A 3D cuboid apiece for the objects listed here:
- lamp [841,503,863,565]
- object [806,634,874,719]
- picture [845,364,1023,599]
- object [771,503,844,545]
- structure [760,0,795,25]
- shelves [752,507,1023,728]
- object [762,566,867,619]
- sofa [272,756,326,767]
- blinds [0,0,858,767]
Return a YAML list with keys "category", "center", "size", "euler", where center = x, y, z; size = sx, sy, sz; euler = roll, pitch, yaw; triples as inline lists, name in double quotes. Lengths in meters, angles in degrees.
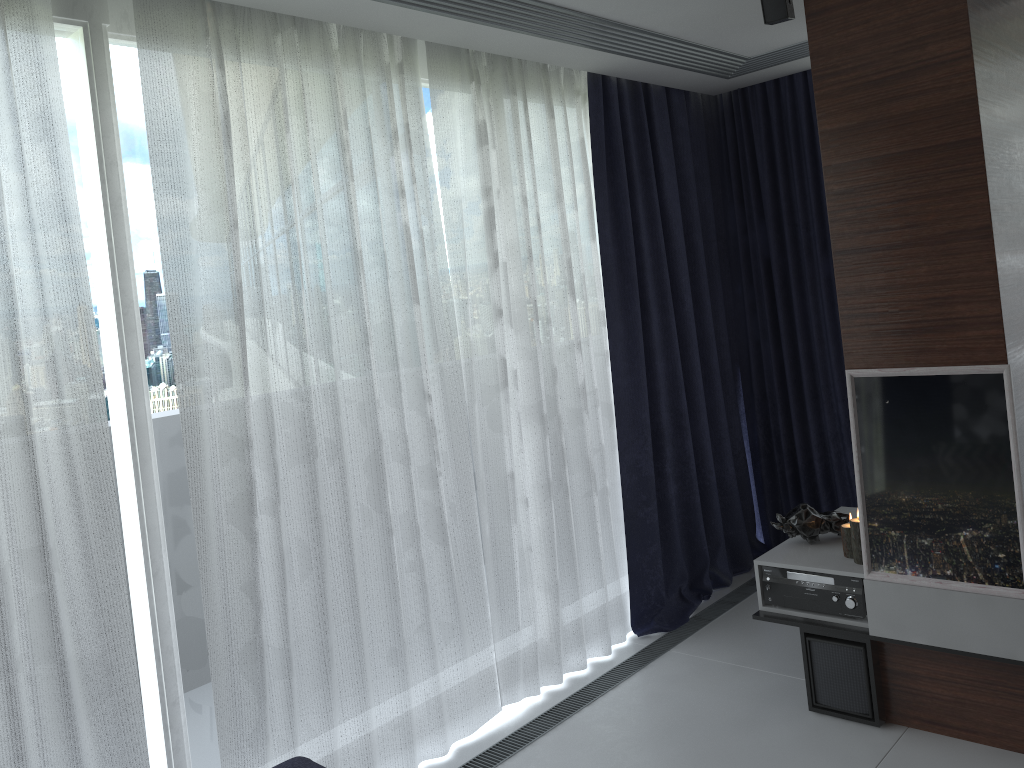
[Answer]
- category: "lamp"
  center: [1.234, 0.524, 3.171]
  size: [0.077, 0.211, 0.154]
  euler: [-6, 2, 2]
- category: "object"
  center: [1.211, 0.996, 3.140]
  size: [0.212, 0.251, 0.256]
  euler: [-4, 3, 43]
- category: "picture"
  center: [1.341, 0.296, 2.807]
  size: [0.498, 0.700, 0.053]
  euler: [-5, 1, 43]
- category: "object"
  center: [1.167, 0.537, 3.439]
  size: [0.311, 0.150, 0.137]
  euler: [-6, 2, 0]
- category: "structure"
  center: [0.911, -1.309, 3.035]
  size: [0.084, 0.142, 0.115]
  euler: [-6, 2, 33]
- category: "shelves"
  center: [2.042, 0.825, 2.775]
  size: [2.341, 0.498, 0.879]
  euler: [-2, 6, 43]
- category: "object"
  center: [1.183, 0.723, 3.279]
  size: [0.368, 0.150, 0.371]
  euler: [-2, 6, 43]
- category: "sofa"
  center: [0.078, 1.183, 0.745]
  size: [2.863, 0.607, 1.912]
  euler: [-2, 7, 43]
- category: "blinds"
  center: [0.902, 0.012, 0.628]
  size: [7.183, 2.767, 5.780]
  euler: [-11, 6, -43]
